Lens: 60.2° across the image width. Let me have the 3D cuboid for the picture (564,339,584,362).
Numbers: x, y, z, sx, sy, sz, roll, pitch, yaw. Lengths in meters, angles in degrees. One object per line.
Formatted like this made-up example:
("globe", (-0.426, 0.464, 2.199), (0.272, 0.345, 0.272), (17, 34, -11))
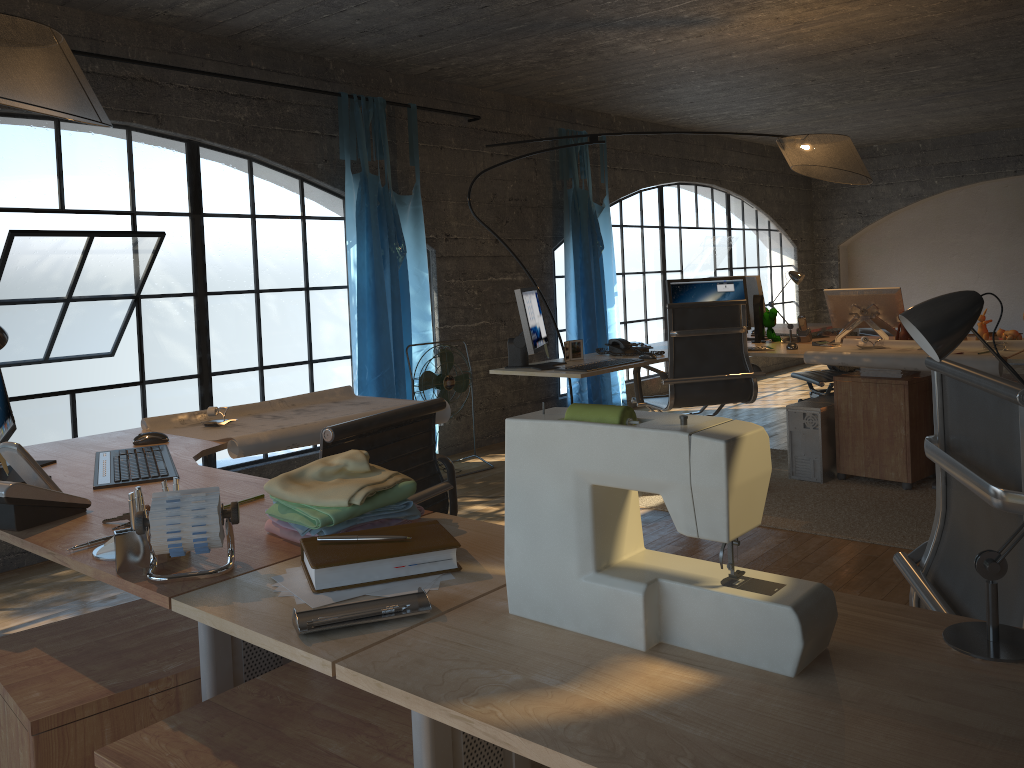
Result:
("picture", (0.307, -0.171, 4.536), (0.032, 0.104, 0.159), (-1, 5, 41))

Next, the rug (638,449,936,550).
("rug", (1.742, 0.551, 4.542), (2.202, 0.005, 1.610), (3, 9, 40))

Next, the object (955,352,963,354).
("object", (2.027, -0.136, 4.018), (0.126, 0.009, 0.012), (-8, 7, -36))

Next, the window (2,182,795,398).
("window", (-0.462, -0.576, 5.425), (3.913, 1.842, 12.323), (0, 7, 19))

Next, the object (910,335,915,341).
("object", (2.129, -0.258, 4.661), (0.077, 0.082, 0.077), (-5, 5, -31))

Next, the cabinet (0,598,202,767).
("cabinet", (-0.650, 0.734, 1.599), (0.474, 0.570, 0.425), (-6, 5, -42))

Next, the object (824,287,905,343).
("object", (1.948, -0.382, 4.870), (0.395, 0.299, 0.288), (1, 5, 31))

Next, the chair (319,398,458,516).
("chair", (-0.511, 0.496, 2.323), (0.684, 0.856, 0.657), (-1, 4, 27))

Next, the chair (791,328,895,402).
("chair", (2.061, 0.005, 5.413), (0.685, 0.856, 0.656), (-3, 3, -3))

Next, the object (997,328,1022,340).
("object", (2.474, -0.234, 4.363), (0.181, 0.081, 0.144), (-5, 6, -19))

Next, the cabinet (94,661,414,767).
("cabinet", (-0.270, 0.761, 1.246), (0.425, 0.570, 0.428), (0, 4, 38))

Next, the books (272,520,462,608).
("books", (-0.225, 0.265, 1.358), (0.291, 0.054, 0.262), (-4, 7, -9))

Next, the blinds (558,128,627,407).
("blinds", (0.679, -0.789, 6.992), (0.861, 2.411, 0.260), (-4, 2, -41))

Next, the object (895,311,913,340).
("object", (2.064, -0.294, 4.610), (0.094, 0.177, 0.226), (-4, 5, -21))

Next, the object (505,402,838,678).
("object", (0.176, 0.164, 1.098), (0.403, 0.283, 0.137), (2, 5, 40))

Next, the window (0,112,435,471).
("window", (-2.143, -0.133, 2.480), (3.185, 1.861, 6.993), (-2, 7, 1))

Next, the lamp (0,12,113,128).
("lamp", (-4.080, 0.094, 2.478), (6.233, 1.929, 0.387), (-2, 2, 5))

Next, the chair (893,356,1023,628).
("chair", (0.932, 0.473, 1.350), (0.684, 1.012, 0.656), (-2, 3, 10))

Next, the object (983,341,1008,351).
("object", (2.273, -0.180, 4.152), (0.022, 0.042, 0.135), (-3, 6, -12))

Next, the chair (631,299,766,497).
("chair", (0.927, 0.066, 4.684), (0.654, 1.012, 0.687), (-3, 3, -15))

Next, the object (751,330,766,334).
("object", (1.616, -0.345, 5.780), (0.101, 0.034, 0.059), (-4, 6, -15))

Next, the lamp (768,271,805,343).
("lamp", (1.571, -0.441, 5.036), (0.105, 0.408, 0.207), (-4, 3, -38))

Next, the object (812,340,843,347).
("object", (1.700, -0.217, 4.743), (0.109, 0.022, 0.139), (-6, 8, -29))

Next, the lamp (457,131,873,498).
("lamp", (-1.111, -0.306, 4.680), (6.237, 1.929, 0.387), (-3, 2, -4))

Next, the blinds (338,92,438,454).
("blinds", (-0.736, -0.589, 5.361), (0.257, 2.290, 0.670), (-1, 2, 36))

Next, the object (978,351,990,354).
("object", (2.168, -0.145, 4.047), (0.147, 0.007, 0.008), (-8, 7, -40))

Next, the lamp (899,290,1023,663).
("lamp", (0.560, 0.096, 1.005), (0.207, 0.408, 0.106), (-1, 2, 27))

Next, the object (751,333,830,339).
("object", (1.709, -0.297, 5.447), (0.187, 0.011, 0.492), (-6, 8, -24))

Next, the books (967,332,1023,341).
("books", (2.463, -0.239, 4.518), (0.291, 0.054, 0.262), (-4, 7, -9))

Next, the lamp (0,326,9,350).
("lamp", (-1.152, 0.063, 1.899), (0.105, 0.408, 0.208), (-2, 3, 8))

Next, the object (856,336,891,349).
("object", (1.834, -0.210, 4.476), (0.159, 0.064, 0.054), (-2, 4, 7))

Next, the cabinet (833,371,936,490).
("cabinet", (2.037, 0.230, 4.759), (0.475, 0.570, 0.425), (-6, 5, -41))

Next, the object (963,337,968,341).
("object", (2.257, -0.269, 4.570), (0.074, 0.119, 0.216), (-4, 6, -30))

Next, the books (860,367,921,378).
("books", (2.032, -0.108, 4.736), (0.220, 0.109, 0.311), (3, 8, 42))

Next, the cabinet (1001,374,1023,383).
("cabinet", (2.417, 0.256, 4.406), (0.427, 0.570, 0.428), (0, 4, 38))

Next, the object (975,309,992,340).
("object", (2.321, -0.282, 4.365), (0.094, 0.188, 0.084), (-4, 3, -26))

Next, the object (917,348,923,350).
("object", (2.032, -0.199, 4.336), (0.049, 0.055, 0.131), (1, 7, 41))
